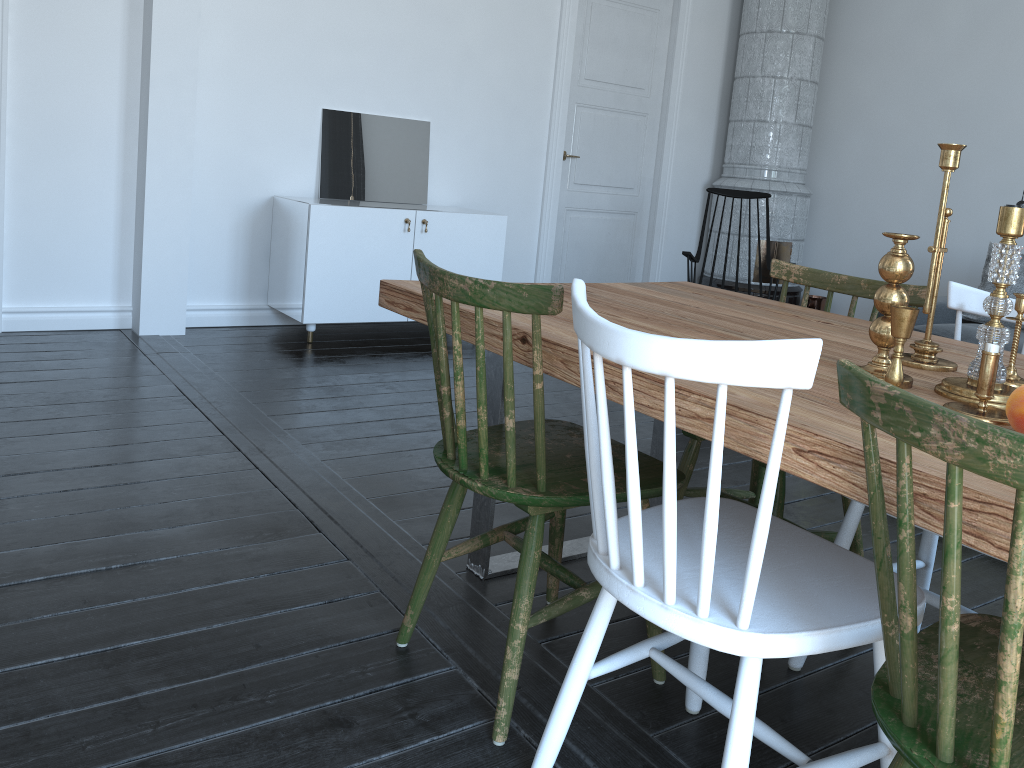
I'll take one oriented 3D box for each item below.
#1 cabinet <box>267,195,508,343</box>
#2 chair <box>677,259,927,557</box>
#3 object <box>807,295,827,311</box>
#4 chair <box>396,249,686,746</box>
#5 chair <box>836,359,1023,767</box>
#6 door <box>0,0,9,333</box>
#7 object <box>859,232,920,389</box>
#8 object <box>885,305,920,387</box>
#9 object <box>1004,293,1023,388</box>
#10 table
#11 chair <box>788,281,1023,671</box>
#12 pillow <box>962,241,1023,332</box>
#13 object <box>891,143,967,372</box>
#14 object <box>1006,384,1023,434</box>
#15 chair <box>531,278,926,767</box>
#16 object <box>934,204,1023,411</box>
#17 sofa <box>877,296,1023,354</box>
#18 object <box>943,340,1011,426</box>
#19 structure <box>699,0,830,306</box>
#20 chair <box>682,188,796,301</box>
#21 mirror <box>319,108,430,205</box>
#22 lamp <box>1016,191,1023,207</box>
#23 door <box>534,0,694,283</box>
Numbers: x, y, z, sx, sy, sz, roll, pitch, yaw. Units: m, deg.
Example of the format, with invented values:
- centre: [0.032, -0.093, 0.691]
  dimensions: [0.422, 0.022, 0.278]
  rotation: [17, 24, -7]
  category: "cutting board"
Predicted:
- centre: [-0.694, -0.650, 5.023]
  dimensions: [1.202, 0.723, 0.600]
  rotation: [-3, 13, -35]
  category: "cabinet"
- centre: [0.664, 0.129, 2.169]
  dimensions: [0.486, 0.814, 0.475]
  rotation: [-1, 11, -36]
  category: "chair"
- centre: [2.229, -0.507, 6.504]
  dimensions: [0.176, 0.276, 0.176]
  rotation: [-1, 11, -35]
  category: "object"
- centre: [0.051, 0.175, 1.746]
  dimensions: [0.486, 0.814, 0.475]
  rotation: [-1, 11, -36]
  category: "chair"
- centre: [0.614, 0.418, 0.967]
  dimensions: [0.486, 0.814, 0.475]
  rotation: [-1, 11, -36]
  category: "chair"
- centre: [-2.788, -1.431, 3.813]
  dimensions: [1.042, 2.437, 0.118]
  rotation: [0, 9, -35]
  category: "door"
- centre: [0.620, -0.123, 1.444]
  dimensions: [0.100, 0.244, 0.103]
  rotation: [4, 8, -12]
  category: "object"
- centre: [0.596, -0.049, 1.359]
  dimensions: [0.049, 0.137, 0.050]
  rotation: [0, 10, -35]
  category: "object"
- centre: [0.870, -0.076, 1.520]
  dimensions: [0.080, 0.158, 0.081]
  rotation: [7, 9, 12]
  category: "object"
- centre: [0.698, 0.351, 1.497]
  dimensions: [1.019, 0.704, 2.269]
  rotation: [-3, 15, -34]
  category: "table"
- centre: [0.965, 0.240, 1.798]
  dimensions: [0.510, 0.829, 0.474]
  rotation: [-1, 11, -35]
  category: "chair"
- centre: [3.255, -0.330, 4.275]
  dimensions: [0.478, 0.483, 2.096]
  rotation: [-1, 15, -30]
  category: "pillow"
- centre: [0.790, -0.234, 1.625]
  dimensions: [0.114, 0.404, 0.115]
  rotation: [8, 8, 17]
  category: "object"
- centre: [0.708, 0.037, 1.171]
  dimensions: [0.084, 0.082, 0.091]
  rotation: [1, 12, -22]
  category: "object"
- centre: [0.314, 0.291, 1.336]
  dimensions: [0.510, 0.829, 0.474]
  rotation: [-1, 11, -35]
  category: "chair"
- centre: [0.761, -0.125, 1.378]
  dimensions: [0.141, 0.306, 0.142]
  rotation: [6, 8, 7]
  category: "object"
- centre: [3.109, -0.110, 4.297]
  dimensions: [1.085, 0.711, 2.418]
  rotation: [-3, 15, -34]
  category: "sofa"
- centre: [0.687, -0.007, 1.274]
  dimensions: [0.104, 0.112, 0.103]
  rotation: [14, 13, 40]
  category: "object"
- centre: [1.879, -1.823, 6.352]
  dimensions: [0.780, 2.845, 1.288]
  rotation: [7, 8, 9]
  category: "structure"
- centre: [1.277, -0.617, 5.095]
  dimensions: [0.613, 0.989, 0.920]
  rotation: [7, 10, 9]
  category: "chair"
- centre: [-0.796, -1.325, 5.177]
  dimensions: [0.697, 0.494, 0.055]
  rotation: [-3, 11, -35]
  category: "mirror"
- centre: [2.033, -1.307, 3.334]
  dimensions: [0.075, 1.474, 0.087]
  rotation: [7, 8, 16]
  category: "lamp"
- centre: [0.705, -1.694, 6.236]
  dimensions: [1.170, 2.437, 0.118]
  rotation: [-1, 9, -35]
  category: "door"
